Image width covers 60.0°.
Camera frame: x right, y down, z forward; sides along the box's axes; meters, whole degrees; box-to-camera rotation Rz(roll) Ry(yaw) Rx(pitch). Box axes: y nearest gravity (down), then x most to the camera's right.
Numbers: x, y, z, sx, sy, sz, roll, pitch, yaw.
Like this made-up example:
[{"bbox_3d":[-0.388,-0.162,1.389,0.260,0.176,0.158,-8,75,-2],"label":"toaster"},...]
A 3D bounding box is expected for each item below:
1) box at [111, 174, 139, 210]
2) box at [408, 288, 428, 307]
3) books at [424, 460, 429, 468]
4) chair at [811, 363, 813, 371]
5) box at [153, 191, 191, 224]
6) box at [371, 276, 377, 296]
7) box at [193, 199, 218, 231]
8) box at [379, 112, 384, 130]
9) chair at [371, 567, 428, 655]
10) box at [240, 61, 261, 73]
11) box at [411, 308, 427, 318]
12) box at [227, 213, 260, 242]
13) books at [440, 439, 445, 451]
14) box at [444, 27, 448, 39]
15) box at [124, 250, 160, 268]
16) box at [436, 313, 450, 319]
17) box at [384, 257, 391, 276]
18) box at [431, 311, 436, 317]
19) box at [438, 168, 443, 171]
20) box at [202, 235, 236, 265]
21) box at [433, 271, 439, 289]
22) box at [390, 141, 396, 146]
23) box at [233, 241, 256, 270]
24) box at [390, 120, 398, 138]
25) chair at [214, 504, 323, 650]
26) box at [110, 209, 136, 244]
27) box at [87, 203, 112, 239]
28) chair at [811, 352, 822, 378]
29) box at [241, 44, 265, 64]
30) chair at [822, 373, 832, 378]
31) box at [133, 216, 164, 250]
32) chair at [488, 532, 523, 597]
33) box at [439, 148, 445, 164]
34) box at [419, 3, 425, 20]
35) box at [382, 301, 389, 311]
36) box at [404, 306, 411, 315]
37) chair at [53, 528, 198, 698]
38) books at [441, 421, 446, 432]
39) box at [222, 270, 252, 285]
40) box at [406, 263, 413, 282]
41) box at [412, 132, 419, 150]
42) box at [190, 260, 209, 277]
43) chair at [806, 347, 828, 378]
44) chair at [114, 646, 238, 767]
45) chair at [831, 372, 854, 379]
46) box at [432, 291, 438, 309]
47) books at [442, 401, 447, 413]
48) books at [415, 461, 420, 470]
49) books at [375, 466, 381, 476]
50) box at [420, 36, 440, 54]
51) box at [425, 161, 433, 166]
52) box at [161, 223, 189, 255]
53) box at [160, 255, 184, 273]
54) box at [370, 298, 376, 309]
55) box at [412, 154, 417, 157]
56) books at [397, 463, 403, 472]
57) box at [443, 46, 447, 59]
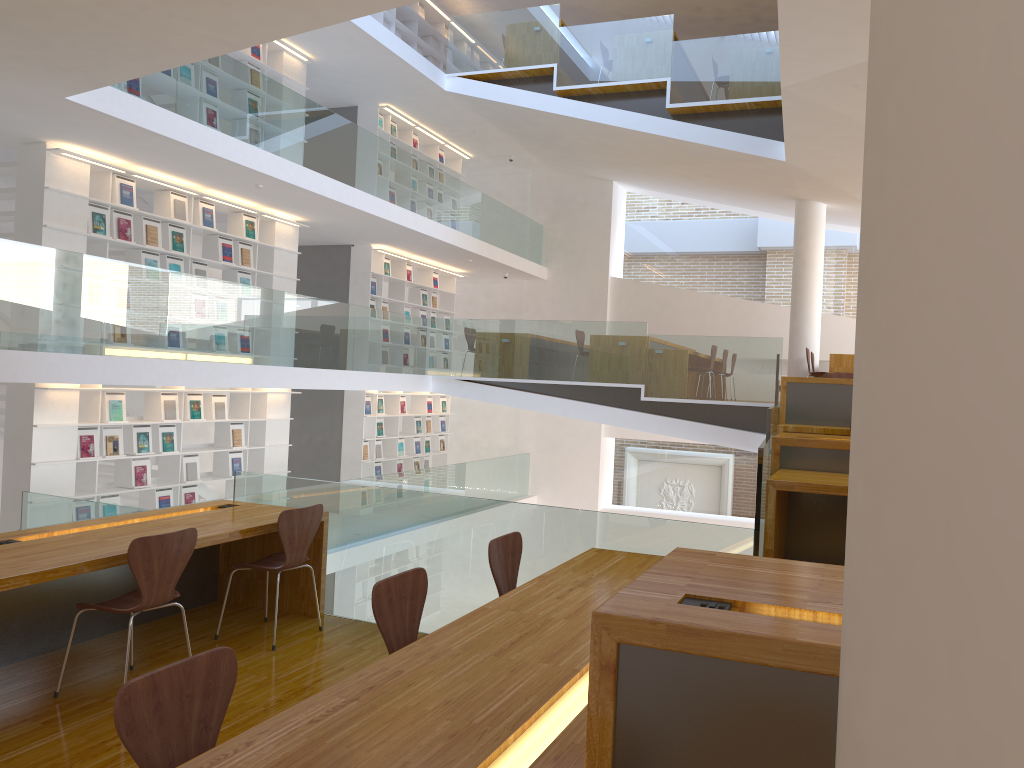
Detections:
[{"bbox_3d":[-3.785,-1.840,8.537,0.274,0.296,0.245,3,0,22],"label":"box"},{"bbox_3d":[-1.506,-1.396,14.406,0.274,0.296,0.245,3,0,22],"label":"box"},{"bbox_3d":[-1.411,1.367,14.677,0.037,0.210,0.145,3,0,22],"label":"books"},{"bbox_3d":[4.313,-0.054,12.256,0.381,0.693,0.428,3,0,22],"label":"chair"},{"bbox_3d":[-3.520,-1.826,9.196,0.274,0.296,0.245,3,0,22],"label":"box"},{"bbox_3d":[-2.110,-1.427,12.904,0.274,0.296,0.245,3,0,22],"label":"box"},{"bbox_3d":[-3.364,-1.818,9.583,0.274,0.296,0.245,3,0,22],"label":"box"},{"bbox_3d":[-2.005,-3.799,12.892,0.274,0.296,0.245,3,0,22],"label":"box"},{"bbox_3d":[-0.253,1.025,3.058,0.381,0.693,0.428,3,0,22],"label":"chair"},{"bbox_3d":[-3.036,-3.522,10.200,0.274,0.296,0.245,3,0,22],"label":"box"},{"bbox_3d":[-1.522,-1.068,14.405,0.274,0.296,0.245,3,0,22],"label":"box"},{"bbox_3d":[-3.098,-1.805,10.243,0.274,0.296,0.245,3,0,22],"label":"box"},{"bbox_3d":[-1.189,1.058,15.193,0.037,0.210,0.145,3,0,22],"label":"books"},{"bbox_3d":[-1.165,-5.775,14.747,0.274,0.296,0.245,3,0,22],"label":"box"},{"bbox_3d":[-3.681,-1.176,8.870,0.274,0.296,0.245,3,0,22],"label":"box"},{"bbox_3d":[-1.191,-1.052,15.228,0.274,0.296,0.245,3,0,22],"label":"box"},{"bbox_3d":[-1.953,-1.747,13.258,0.274,0.296,0.245,3,0,22],"label":"box"},{"bbox_3d":[-1.390,-1.061,14.732,0.274,0.296,0.245,3,0,22],"label":"box"},{"bbox_3d":[-1.275,-3.434,14.744,0.274,0.296,0.245,3,0,22],"label":"box"},{"bbox_3d":[-3.259,-1.487,9.882,0.274,0.296,0.245,3,0,22],"label":"box"},{"bbox_3d":[-1.356,-1.717,14.742,0.274,0.296,0.245,3,0,22],"label":"box"},{"bbox_3d":[-1.871,-3.465,13.261,0.274,0.296,0.245,3,0,22],"label":"box"},{"bbox_3d":[-3.132,-1.477,10.197,0.274,0.296,0.245,3,0,22],"label":"box"},{"bbox_3d":[-1.857,-3.791,13.260,0.274,0.296,0.245,3,0,22],"label":"box"},{"bbox_3d":[-1.265,0.979,4.690,0.381,0.693,0.428,3,0,22],"label":"chair"},{"bbox_3d":[-3.812,-1.511,8.541,0.274,0.296,0.245,3,0,22],"label":"box"},{"bbox_3d":[-3.914,-1.518,8.255,0.274,0.296,0.245,3,0,22],"label":"box"},{"bbox_3d":[4.096,-0.065,11.608,0.381,0.693,0.428,3,0,22],"label":"chair"},{"bbox_3d":[-3.023,-3.851,10.193,0.274,0.296,0.245,3,0,22],"label":"box"},{"bbox_3d":[3.438,0.245,9.270,0.428,0.693,0.381,3,0,22],"label":"chair"},{"bbox_3d":[-3.667,-1.504,8.869,0.274,0.296,0.245,3,0,22],"label":"box"},{"bbox_3d":[0.109,1.043,3.959,0.381,0.693,0.428,3,0,22],"label":"chair"},{"bbox_3d":[-1.260,-3.762,14.744,0.274,0.296,0.245,3,0,22],"label":"box"},{"bbox_3d":[-1.506,-5.793,13.891,0.274,0.296,0.245,3,0,22],"label":"box"},{"bbox_3d":[-1.983,-1.091,13.258,0.274,0.296,0.245,3,0,22],"label":"box"},{"bbox_3d":[-1.722,-1.078,13.907,0.274,0.296,0.245,3,0,22],"label":"box"},{"bbox_3d":[-1.627,0.961,3.789,0.381,0.693,0.428,3,0,22],"label":"chair"},{"bbox_3d":[-1.175,0.733,15.190,0.037,0.210,0.145,3,0,22],"label":"books"},{"bbox_3d":[-3.147,-1.149,10.198,0.274,0.296,0.245,3,0,22],"label":"box"},{"bbox_3d":[-1.697,-1.736,13.886,0.274,0.296,0.245,3,0,22],"label":"box"},{"bbox_3d":[-1.601,-3.780,13.889,0.274,0.296,0.245,3,0,22],"label":"box"},{"bbox_3d":[-3.417,-1.162,9.527,0.274,0.296,0.245,3,0,22],"label":"box"},{"bbox_3d":[3.733,-0.084,10.707,0.381,0.693,0.428,3,0,22],"label":"chair"},{"bbox_3d":[-0.635,1.005,2.005,0.381,0.693,0.428,3,0,22],"label":"chair"},{"bbox_3d":[3.210,0.233,8.407,0.428,0.693,0.381,3,0,22],"label":"chair"},{"bbox_3d":[-1.371,-1.390,14.741,0.274,0.296,0.245,3,0,22],"label":"box"},{"bbox_3d":[-1.162,0.397,15.191,0.037,0.210,0.145,3,0,22],"label":"books"},{"bbox_3d":[-1.535,1.361,14.369,0.037,0.210,0.145,3,0,22],"label":"books"},{"bbox_3d":[-1.992,1.331,13.234,0.037,0.210,0.145,3,0,22],"label":"books"},{"bbox_3d":[-1.315,-5.453,14.411,0.274,0.296,0.245,3,0,22],"label":"box"},{"bbox_3d":[-1.408,-3.440,14.414,0.274,0.296,0.245,3,0,22],"label":"box"},{"bbox_3d":[-3.538,-1.498,9.189,0.274,0.296,0.245,3,0,22],"label":"box"},{"bbox_3d":[-3.555,-1.169,9.184,0.274,0.296,0.245,3,0,22],"label":"box"},{"bbox_3d":[-2.123,-1.098,12.910,0.274,0.296,0.245,3,0,22],"label":"box"},{"bbox_3d":[-1.617,-3.451,13.893,0.274,0.296,0.245,3,0,22],"label":"box"},{"bbox_3d":[-1.748,1.347,13.849,0.037,0.210,0.145,3,0,22],"label":"books"},{"bbox_3d":[-1.180,-5.447,14.746,0.274,0.296,0.245,3,0,22],"label":"box"}]
